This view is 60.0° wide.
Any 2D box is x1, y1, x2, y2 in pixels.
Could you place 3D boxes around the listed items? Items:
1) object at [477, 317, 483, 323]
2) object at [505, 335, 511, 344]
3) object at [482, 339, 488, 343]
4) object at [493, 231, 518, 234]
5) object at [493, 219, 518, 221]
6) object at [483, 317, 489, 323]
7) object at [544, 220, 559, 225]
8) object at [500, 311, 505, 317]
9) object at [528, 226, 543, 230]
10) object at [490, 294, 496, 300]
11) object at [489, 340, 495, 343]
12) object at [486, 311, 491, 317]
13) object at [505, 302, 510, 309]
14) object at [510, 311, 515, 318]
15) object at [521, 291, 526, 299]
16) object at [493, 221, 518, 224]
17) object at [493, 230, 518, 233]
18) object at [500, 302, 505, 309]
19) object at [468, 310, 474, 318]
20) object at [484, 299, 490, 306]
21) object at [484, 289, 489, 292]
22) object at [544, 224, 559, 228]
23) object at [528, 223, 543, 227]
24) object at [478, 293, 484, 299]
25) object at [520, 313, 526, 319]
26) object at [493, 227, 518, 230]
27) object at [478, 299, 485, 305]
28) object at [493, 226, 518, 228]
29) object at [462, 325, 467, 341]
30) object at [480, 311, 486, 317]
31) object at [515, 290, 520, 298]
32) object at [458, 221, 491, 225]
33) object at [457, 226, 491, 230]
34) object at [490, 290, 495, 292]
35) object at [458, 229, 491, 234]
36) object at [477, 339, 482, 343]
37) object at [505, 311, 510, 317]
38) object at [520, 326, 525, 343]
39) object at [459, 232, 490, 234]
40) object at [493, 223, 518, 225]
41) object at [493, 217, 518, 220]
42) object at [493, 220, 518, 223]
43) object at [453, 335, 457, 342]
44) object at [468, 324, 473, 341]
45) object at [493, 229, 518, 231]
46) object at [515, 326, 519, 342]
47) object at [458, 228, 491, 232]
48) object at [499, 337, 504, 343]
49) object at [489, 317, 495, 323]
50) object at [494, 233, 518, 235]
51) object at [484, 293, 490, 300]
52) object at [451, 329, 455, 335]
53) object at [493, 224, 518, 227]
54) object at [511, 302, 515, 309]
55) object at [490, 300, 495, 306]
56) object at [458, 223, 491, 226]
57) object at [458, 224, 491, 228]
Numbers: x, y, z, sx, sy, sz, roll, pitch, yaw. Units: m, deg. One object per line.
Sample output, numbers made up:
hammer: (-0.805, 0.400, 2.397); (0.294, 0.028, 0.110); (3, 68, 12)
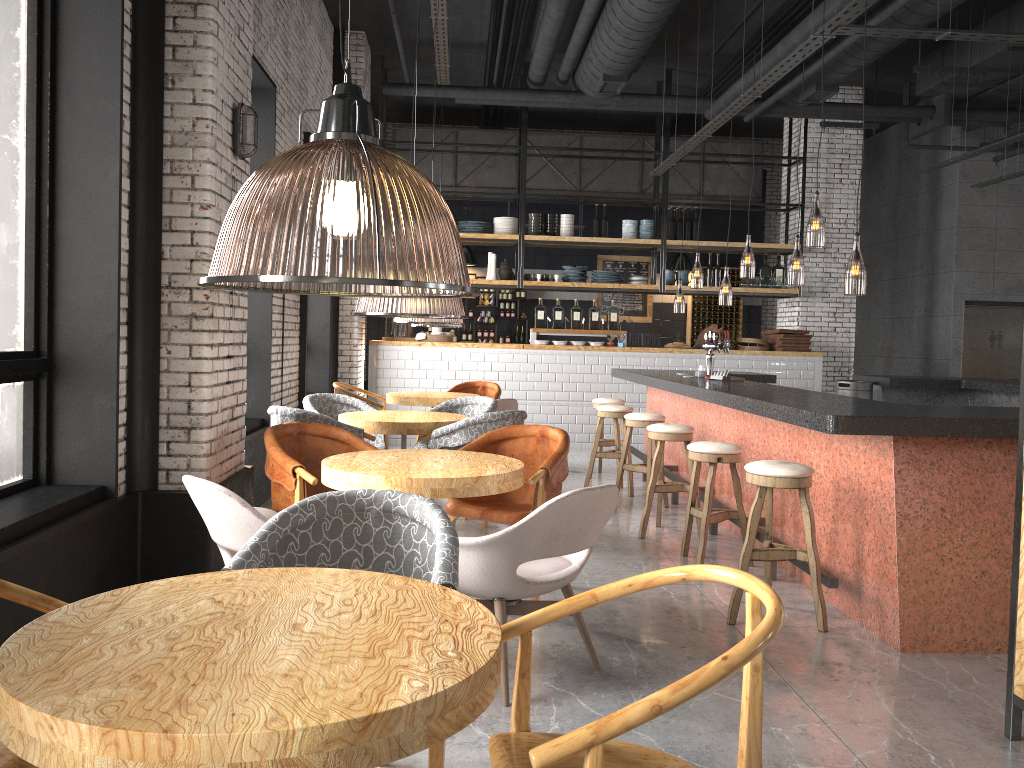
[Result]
object: (-0.552, -1.086, 14.939); (0.119, 0.111, 0.085); (0, 3, -35)
object: (-0.070, -0.755, 14.983); (0.100, 0.139, 0.088); (1, 2, -3)
object: (-0.451, -0.704, 14.955); (0.092, 0.108, 0.105); (2, 2, 8)
object: (-0.088, -2.018, 11.943); (0.335, 0.045, 0.335); (0, 3, -23)
object: (-0.084, -2.189, 11.936); (0.334, 0.039, 0.335); (0, 3, -28)
object: (-0.441, -1.079, 14.956); (0.090, 0.101, 0.111); (0, 3, -37)
object: (0.529, -2.149, 11.976); (0.196, 0.102, 0.196); (2, 3, 7)
object: (-0.167, -1.181, 14.961); (0.081, 0.113, 0.071); (1, 2, -4)
object: (0.314, -2.066, 11.969); (0.196, 0.104, 0.196); (-1, 4, -40)
object: (-0.325, -1.474, 14.936); (0.092, 0.108, 0.105); (2, 2, 8)
object: (-0.344, -0.701, 14.960); (0.089, 0.108, 0.107); (-1, 3, -43)
object: (-0.395, -1.179, 14.955); (0.090, 0.101, 0.111); (0, 3, -37)
object: (-0.074, -1.323, 14.941); (0.076, 0.111, 0.076); (0, 3, -28)
object: (0.014, -1.177, 14.972); (0.081, 0.113, 0.071); (1, 2, -4)
object: (0.195, -1.582, 14.967); (0.079, 0.280, 0.079); (1, 2, -10)
object: (-0.085, -2.150, 11.938); (0.335, 0.041, 0.335); (0, 4, -34)
object: (-0.087, -2.037, 11.941); (0.335, 0.037, 0.335); (-1, 4, -37)
object: (-0.162, -1.326, 14.936); (0.076, 0.111, 0.076); (2, 2, 22)
object: (-0.695, -1.185, 14.932); (0.100, 0.139, 0.088); (1, 2, -3)
object: (-0.422, -1.377, 14.933); (0.092, 0.112, 0.100); (1, 2, -17)
object: (-0.426, -1.632, 14.910); (0.079, 0.156, 0.079); (3, 2, 32)
object: (0.531, -2.106, 11.975); (0.196, 0.107, 0.196); (0, 3, -32)
object: (0.316, -2.110, 11.968); (0.196, 0.102, 0.196); (3, 3, 26)
object: (-0.521, -1.481, 14.923); (0.092, 0.112, 0.100); (1, 2, -17)
object: (0.185, -1.147, 14.976); (0.089, 0.108, 0.107); (-1, 3, -43)
object: (-0.087, -2.076, 11.940); (0.335, 0.039, 0.335); (-1, 4, -37)
object: (-0.521, -1.377, 14.928); (0.089, 0.108, 0.107); (-1, 3, -43)
object: (-0.086, -2.095, 11.939); (0.335, 0.040, 0.334); (4, 4, 41)
object: (-0.799, -0.866, 14.931); (0.079, 0.280, 0.079); (2, 2, 5)
object: (-0.494, -1.182, 14.949); (0.090, 0.101, 0.111); (0, 3, -37)
object: (0.101, -1.585, 14.961); (0.079, 0.280, 0.079); (0, 2, -30)
object: (-0.505, -2.147, 11.913); (0.454, 0.039, 0.454); (2, 3, 16)
object: (-0.507, -2.076, 11.915); (0.454, 0.038, 0.454); (1, 3, -2)
object: (-0.330, -1.630, 14.916); (0.079, 0.156, 0.079); (1, 2, -18)
object: (-0.508, -2.029, 11.917); (0.454, 0.045, 0.454); (0, 3, -29)
object: (-0.546, -0.708, 14.947); (0.092, 0.112, 0.100); (1, 2, -17)
object: (-0.070, -1.179, 14.967); (0.081, 0.113, 0.071); (1, 2, -4)
object: (0.176, -0.842, 14.991); (0.079, 0.280, 0.079); (2, 2, 0)
object: (-0.509, -2.005, 11.917); (0.454, 0.033, 0.454); (2, 3, 5)
object: (-0.086, -2.131, 11.938); (0.334, 0.042, 0.335); (0, 3, -20)
object: (-0.083, -2.208, 11.936); (0.335, 0.039, 0.335); (0, 3, -30)
object: (-0.084, -2.170, 11.938); (0.335, 0.044, 0.335); (0, 4, -33)
object: (-0.957, -0.761, 14.911); (0.076, 0.111, 0.076); (2, 2, 2)
object: (-0.704, -0.864, 14.937); (0.079, 0.280, 0.079); (0, 2, -35)
object: (-0.087, -2.056, 11.940); (0.334, 0.040, 0.335); (-1, 4, -40)
object: (0.086, -0.844, 14.983); (0.079, 0.280, 0.079); (2, 2, 15)
object: (-0.508, -2.053, 11.915); (0.454, 0.042, 0.454); (-1, 4, -43)
object: (-0.182, -0.742, 14.955); (0.076, 0.111, 0.076); (0, 3, -38)
object: (-0.338, -1.082, 14.951); (0.092, 0.112, 0.100); (1, 2, -17)
object: (-0.088, -1.998, 11.942); (0.335, 0.033, 0.335); (4, 4, 35)
object: (-0.416, -1.476, 14.930); (0.089, 0.108, 0.107); (-1, 3, -43)
object: (-0.996, -0.874, 14.906); (0.076, 0.111, 0.076); (1, 2, -8)
object: (-0.086, -2.111, 11.939); (0.334, 0.039, 0.335); (2, 3, 4)
object: (0.017, -1.321, 14.947); (0.076, 0.111, 0.076); (0, 3, -38)
object: (-0.327, -1.373, 14.940); (0.092, 0.108, 0.105); (2, 2, 8)
object: (-0.505, -2.124, 11.912); (0.454, 0.050, 0.454); (0, 3, -28)
object: (-0.506, -2.099, 11.915); (0.454, 0.037, 0.454); (4, 4, 41)
